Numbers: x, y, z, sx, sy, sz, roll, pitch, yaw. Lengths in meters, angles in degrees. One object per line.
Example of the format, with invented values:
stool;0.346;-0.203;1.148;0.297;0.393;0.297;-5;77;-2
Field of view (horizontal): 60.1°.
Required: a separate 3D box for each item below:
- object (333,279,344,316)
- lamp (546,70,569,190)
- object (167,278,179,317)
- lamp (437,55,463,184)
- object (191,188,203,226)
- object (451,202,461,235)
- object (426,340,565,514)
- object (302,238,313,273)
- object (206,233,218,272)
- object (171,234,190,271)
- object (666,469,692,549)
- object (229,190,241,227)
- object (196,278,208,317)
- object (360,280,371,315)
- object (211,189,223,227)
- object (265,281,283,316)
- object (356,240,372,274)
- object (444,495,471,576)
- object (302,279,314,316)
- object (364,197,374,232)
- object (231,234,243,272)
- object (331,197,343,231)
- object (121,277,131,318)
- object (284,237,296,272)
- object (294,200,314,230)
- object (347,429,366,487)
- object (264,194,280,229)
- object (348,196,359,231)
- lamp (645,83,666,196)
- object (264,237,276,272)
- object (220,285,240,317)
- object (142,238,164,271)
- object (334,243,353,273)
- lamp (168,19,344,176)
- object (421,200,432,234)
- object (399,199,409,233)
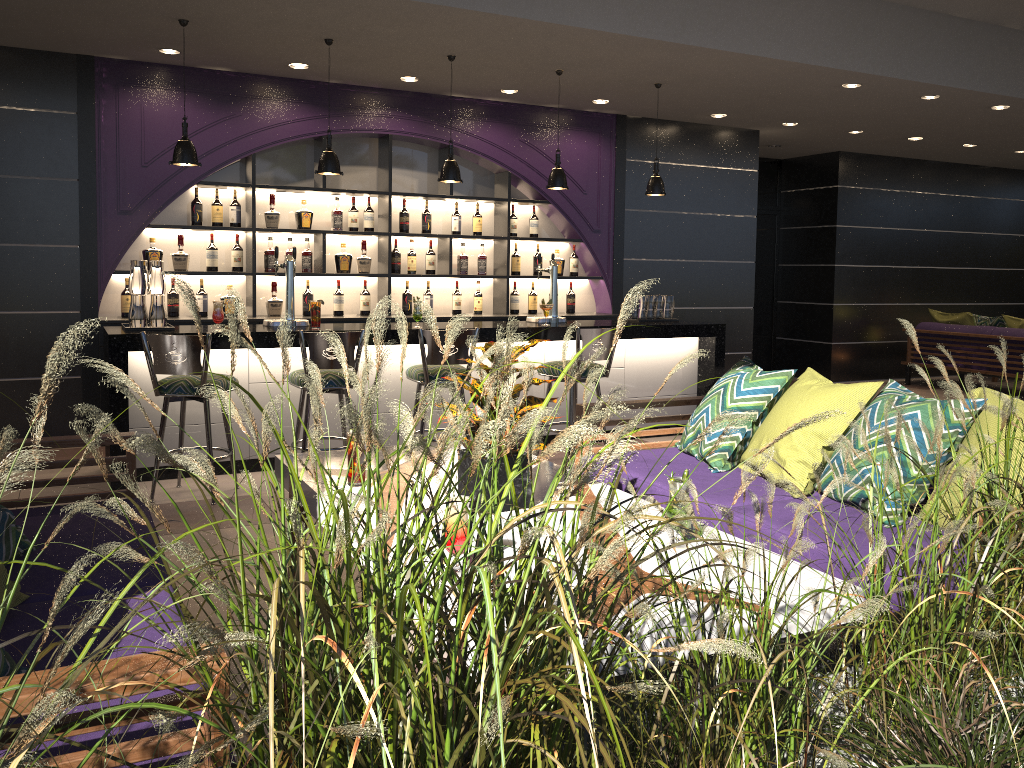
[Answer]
object;-1.424;-0.710;7.272;0.086;0.296;0.086;2;4;22
lamp;0.342;-1.873;6.533;0.163;0.861;0.163;2;4;16
object;-2.572;-0.657;6.717;0.086;0.297;0.086;2;4;22
lamp;-0.424;-1.835;6.146;0.163;0.861;0.163;2;4;16
object;-2.418;-1.354;6.786;0.086;0.296;0.086;2;4;22
object;-0.485;-1.457;7.763;0.086;0.314;0.104;-1;4;-22
object;-0.039;0.119;2.758;0.425;0.524;0.432;0;5;-15
object;-1.662;-1.043;7.179;0.083;0.280;0.083;0;4;-7
object;-2.305;-1.011;6.802;0.086;0.296;0.086;2;4;22
object;-2.515;-0.995;6.723;0.123;0.278;0.124;0;4;-13
object;0.449;0.331;2.382;0.069;0.210;0.069;-3;6;-44
object;-2.155;-1.371;6.891;0.086;0.314;0.104;-1;4;-22
object;-2.387;-0.673;6.813;0.086;0.314;0.104;-1;4;-22
object;-1.227;-0.723;7.395;0.086;0.297;0.086;2;4;22
object;-2.285;-1.361;6.857;0.086;0.297;0.086;2;4;22
object;-1.897;-0.679;7.061;0.123;0.278;0.124;-1;5;-26
object;-1.233;-1.058;7.370;0.123;0.278;0.124;0;4;-13
object;-0.134;0.367;2.149;0.069;0.180;0.069;-3;6;-44
object;-1.651;-0.699;7.162;0.086;0.296;0.086;2;4;22
object;-1.197;-1.415;7.407;0.086;0.296;0.086;2;4;22
object;-2.144;-1.022;6.907;0.086;0.297;0.086;2;4;22
object;-1.439;-1.394;7.277;0.083;0.280;0.083;-1;5;-27
object;-2.858;-0.642;6.573;0.086;0.297;0.086;2;4;22
object;-1.790;-1.039;7.135;0.083;0.280;0.083;-1;5;-27
object;-1.681;-1.364;7.155;0.151;0.247;0.094;-3;6;-38
object;-0.526;0.249;3.002;0.067;0.189;0.085;1;4;-2
object;-1.903;-1.367;7.028;0.123;0.278;0.124;0;4;-13
object;-1.320;-1.413;7.371;0.086;0.297;0.086;2;4;22
lamp;1.134;-1.912;6.932;0.163;0.861;0.163;2;4;16
object;-1.920;-1.029;7.037;0.083;0.280;0.083;-3;5;-42
object;-2.200;-0.648;6.904;0.151;0.247;0.094;-1;4;-16
object;-2.689;-0.970;6.624;0.151;0.247;0.094;-3;6;-38
object;-1.388;-1.034;7.281;0.151;0.247;0.094;-1;5;-25
lamp;-1.586;-1.778;5.560;1.081;0.861;0.193;-2;5;-27
object;-0.737;-1.437;7.634;0.086;0.296;0.086;2;4;22
object;-0.918;-1.429;7.543;0.086;0.297;0.086;2;4;22
